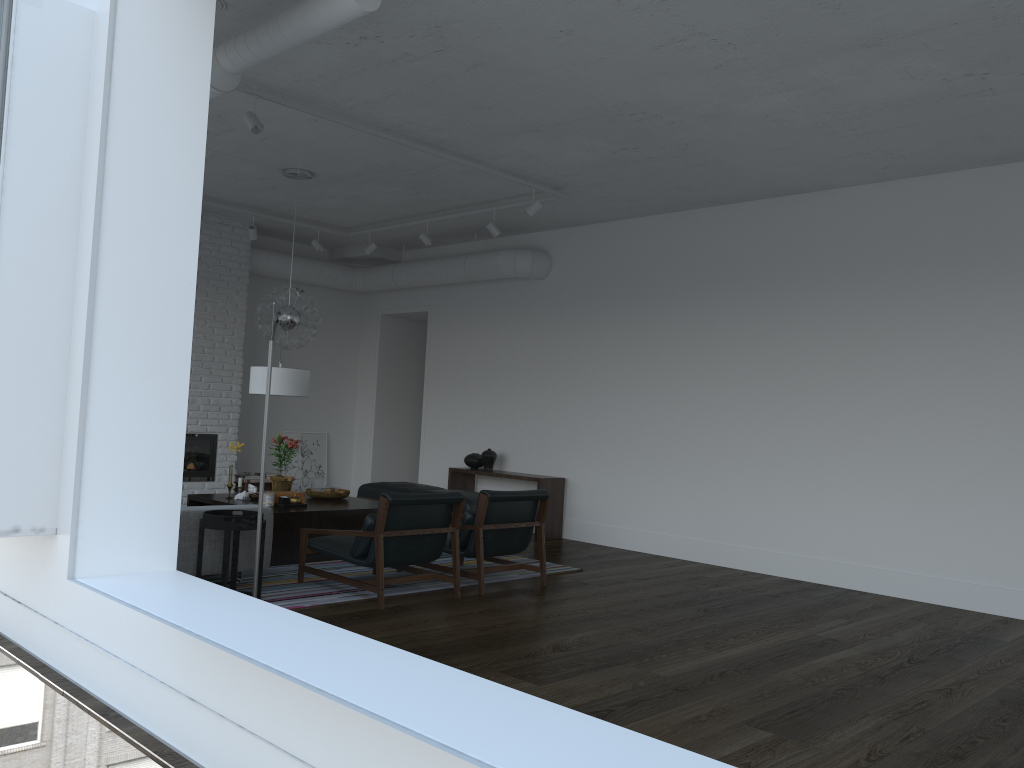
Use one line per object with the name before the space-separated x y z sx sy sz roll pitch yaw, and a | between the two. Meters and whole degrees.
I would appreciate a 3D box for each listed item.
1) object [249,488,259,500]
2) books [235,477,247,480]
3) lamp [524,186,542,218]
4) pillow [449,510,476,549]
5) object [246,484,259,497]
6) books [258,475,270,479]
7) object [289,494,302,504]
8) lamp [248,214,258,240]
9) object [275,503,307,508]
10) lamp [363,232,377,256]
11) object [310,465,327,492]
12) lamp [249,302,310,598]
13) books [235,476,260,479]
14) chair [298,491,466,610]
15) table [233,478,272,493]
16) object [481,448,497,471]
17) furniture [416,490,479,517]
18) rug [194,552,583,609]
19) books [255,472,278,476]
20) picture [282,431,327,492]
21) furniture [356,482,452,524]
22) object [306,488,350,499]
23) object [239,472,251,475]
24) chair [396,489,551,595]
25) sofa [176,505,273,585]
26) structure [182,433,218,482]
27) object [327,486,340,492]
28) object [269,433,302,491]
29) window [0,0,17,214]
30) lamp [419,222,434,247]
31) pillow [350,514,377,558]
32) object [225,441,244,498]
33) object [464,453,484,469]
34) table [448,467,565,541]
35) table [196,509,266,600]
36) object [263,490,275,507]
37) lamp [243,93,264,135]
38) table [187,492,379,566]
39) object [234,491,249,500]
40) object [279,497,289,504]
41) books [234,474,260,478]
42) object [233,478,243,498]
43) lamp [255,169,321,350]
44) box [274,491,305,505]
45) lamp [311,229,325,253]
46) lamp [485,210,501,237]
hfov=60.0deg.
object | -2.134 0.909 7.364 0.102 0.098 0.102 3 -2 -6
books | -3.049 1.079 10.181 0.273 0.011 0.172 1 -3 43
lamp | 0.181 -1.543 7.474 0.154 0.285 0.088 3 -2 0
pillow | -0.162 1.036 6.373 0.246 0.293 0.612 1 -3 44
object | -2.198 0.902 7.514 0.121 0.113 0.124 4 -3 -26
books | -2.870 1.086 10.384 0.267 0.032 0.185 1 -3 42
object | -1.716 0.909 7.010 0.103 0.077 0.103 3 -2 16
lamp | -2.684 -1.636 9.182 0.097 0.285 0.154 3 -2 -5
object | -1.740 0.952 6.985 0.130 0.023 0.214 1 -3 44
lamp | -1.553 -1.551 9.737 0.154 0.285 0.104 3 -2 -5
object | -1.693 0.851 7.789 0.143 0.288 0.143 3 -2 16
lamp | -1.579 0.454 5.733 0.432 1.738 2.162 4 -2 -12
books | -3.042 1.068 10.172 0.306 0.011 0.171 1 -3 43
chair | -0.887 1.025 5.910 0.983 0.698 0.678 1 -3 44
table | -2.977 1.262 10.258 0.405 0.345 0.605 1 -3 44
object | -0.250 0.817 9.606 0.171 0.236 0.171 5 -3 -41
furniture | -0.484 1.255 8.382 0.827 0.476 0.583 1 -3 44
rug | -1.720 1.385 7.478 3.760 0.012 2.735 1 -3 44
books | -2.874 1.058 10.390 0.238 0.025 0.173 1 -3 42
picture | -2.586 1.039 11.071 0.093 0.884 0.637 1 -3 44
furniture | -1.094 1.243 8.977 0.828 0.478 0.584 1 -3 44
object | -1.622 0.968 7.813 0.383 0.068 0.383 3 -2 -3
object | -3.067 1.025 10.174 0.093 0.038 0.134 3 -2 11
chair | -0.301 1.081 6.512 0.983 0.698 0.678 1 -3 44
sofa | -2.788 0.940 6.269 2.541 0.684 0.991 1 -3 44
structure | -3.838 0.792 9.458 0.675 0.578 1.168 1 -3 44
object | -1.591 0.958 7.870 0.085 0.089 0.195 5 -3 -36
object | -1.964 0.698 7.620 0.275 0.558 0.284 3 -2 6
window | -3.814 -0.577 5.333 4.566 2.340 0.107 1 -3 44
lamp | -0.873 -1.540 9.060 0.154 0.285 0.094 2 -2 17
pillow | -0.749 0.980 5.771 0.246 0.293 0.612 1 -3 44
object | -2.307 0.712 7.377 0.121 0.470 0.120 4 -3 -30
object | -0.408 0.849 9.776 0.245 0.168 0.245 2 -3 36
table | -0.092 1.244 9.370 1.362 0.617 0.375 1 -3 44
table | -1.677 1.037 5.287 0.379 0.536 0.379 4 -3 -28
object | -1.902 0.895 6.925 0.117 0.116 0.106 2 -2 24
lamp | -1.634 -1.718 5.611 0.154 0.285 0.095 1 -3 37
table | -1.799 1.176 7.446 1.362 0.394 1.306 1 -3 44
object | -2.222 0.916 7.293 0.124 0.078 0.069 2 -3 27
object | -1.791 0.914 6.962 0.058 0.055 0.058 1 -3 44
books | -3.051 1.053 10.179 0.280 0.019 0.202 1 -3 42
object | -2.281 0.865 7.434 0.098 0.174 0.098 1 -3 39
lamp | -1.905 -1.068 7.685 0.552 1.546 0.552 2 -3 32
box | -1.830 0.918 7.136 0.169 0.093 0.294 1 -3 44
lamp | -2.131 -1.583 9.745 0.154 0.285 0.093 2 -2 22
lamp | -0.170 -1.528 8.371 0.154 0.285 0.100 4 -2 -22
